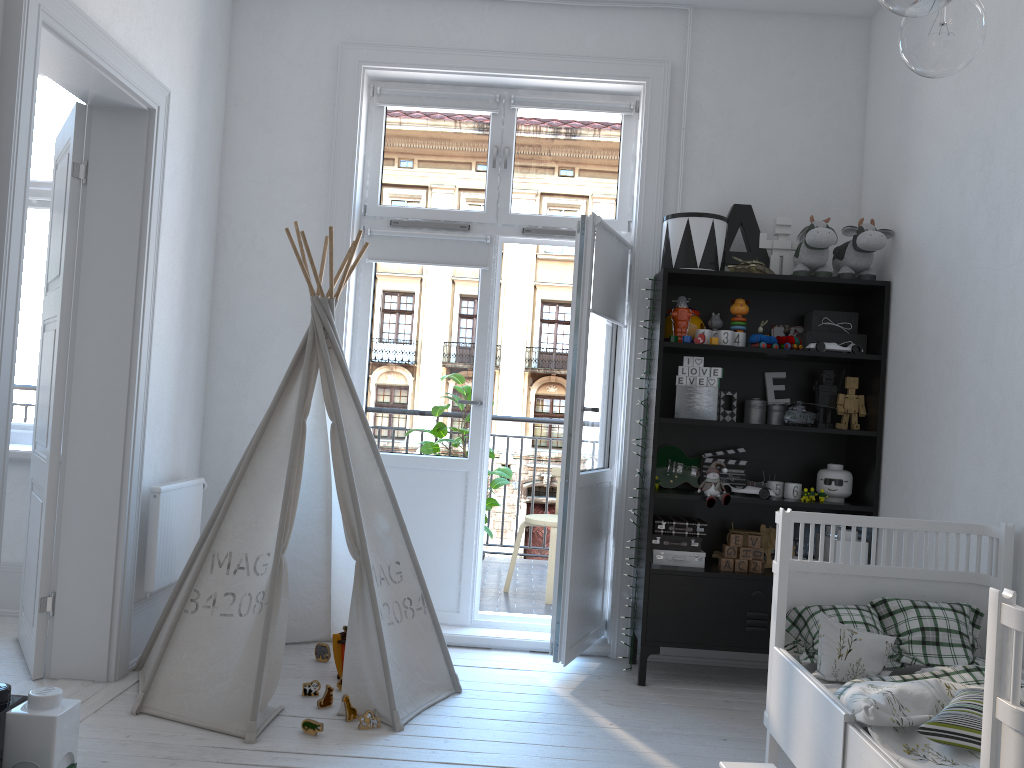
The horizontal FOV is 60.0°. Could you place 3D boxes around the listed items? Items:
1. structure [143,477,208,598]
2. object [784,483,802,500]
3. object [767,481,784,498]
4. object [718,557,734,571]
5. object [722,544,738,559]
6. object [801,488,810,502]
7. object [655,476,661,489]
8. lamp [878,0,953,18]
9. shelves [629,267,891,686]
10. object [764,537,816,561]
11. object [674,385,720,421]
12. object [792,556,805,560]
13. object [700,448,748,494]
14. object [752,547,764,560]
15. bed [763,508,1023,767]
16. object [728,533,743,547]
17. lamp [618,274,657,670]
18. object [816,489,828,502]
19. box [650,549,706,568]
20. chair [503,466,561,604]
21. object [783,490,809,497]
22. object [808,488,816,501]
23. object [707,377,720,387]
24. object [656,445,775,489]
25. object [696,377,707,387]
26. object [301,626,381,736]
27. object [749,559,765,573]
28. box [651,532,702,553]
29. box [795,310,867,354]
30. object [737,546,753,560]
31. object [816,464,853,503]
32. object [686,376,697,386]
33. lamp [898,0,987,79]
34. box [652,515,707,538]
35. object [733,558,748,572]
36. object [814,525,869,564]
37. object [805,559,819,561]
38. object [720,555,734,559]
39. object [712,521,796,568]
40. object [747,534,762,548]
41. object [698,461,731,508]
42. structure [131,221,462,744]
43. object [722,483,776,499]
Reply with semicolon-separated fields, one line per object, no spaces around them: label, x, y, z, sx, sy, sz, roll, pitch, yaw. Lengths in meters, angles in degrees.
structure;-1.355;0.624;3.641;0.075;0.460;0.636;4;-2;-2
object;1.155;0.442;3.647;0.067;0.067;0.067;3;-2;15
object;1.096;0.440;3.695;0.067;0.067;0.067;3;-2;15
object;0.877;0.737;3.635;0.050;0.050;0.050;4;-1;1
object;0.898;0.690;3.656;0.050;0.050;0.050;4;-1;1
object;1.189;0.449;3.593;0.042;0.054;0.031;5;-2;-39
object;0.611;0.417;3.764;0.042;0.054;0.031;3;-1;11
lamp;0.102;-1.055;1.313;0.074;1.529;1.381;4;-2;-24
shelves;1.014;0.400;3.710;0.911;1.677;0.353;4;-1;1
object;1.181;0.726;3.853;0.347;0.120;0.034;4;-1;1
object;0.766;0.080;3.665;0.170;0.138;0.124;3;-2;16
object;1.171;0.748;3.650;0.067;0.067;0.067;3;-2;15
object;0.911;0.367;3.810;0.201;0.199;0.048;4;-1;1
object;1.009;0.697;3.661;0.050;0.050;0.050;4;-1;1
bed;1.067;0.775;1.953;0.670;0.832;1.404;4;-2;1
object;0.919;0.641;3.649;0.050;0.050;0.050;4;-1;1
lamp;0.989;0.397;3.774;0.985;1.684;0.095;4;-1;-1
object;1.262;0.455;3.615;0.031;0.054;0.042;5;-2;-44
box;0.688;0.721;3.728;0.215;0.062;0.179;4;-2;1
chair;0.268;0.848;5.098;0.498;0.715;0.436;5;-2;-44
object;1.201;0.466;3.802;0.163;0.034;0.069;4;-2;1
object;1.233;0.454;3.645;0.042;0.054;0.031;4;-1;1
object;0.821;-0.006;3.615;0.040;0.040;0.040;3;-2;31
object;0.869;0.397;3.836;0.542;0.239;0.093;4;-1;2
object;0.777;-0.008;3.627;0.040;0.040;0.040;3;-2;16
object;-0.552;0.983;3.214;0.385;0.283;0.856;4;-2;-7
object;1.003;0.745;3.633;0.050;0.050;0.050;3;-2;31
box;0.674;0.659;3.730;0.215;0.062;0.179;4;-2;1
box;1.359;-0.211;3.764;0.251;0.189;0.179;4;-1;1
object;0.955;0.693;3.635;0.050;0.050;0.050;4;-1;1
object;1.343;0.415;3.695;0.139;0.162;0.139;4;-2;-24
object;0.737;-0.010;3.647;0.040;0.040;0.040;4;-1;6
lamp;0.176;-1.047;1.431;0.074;1.529;1.381;4;-2;-24
box;0.696;0.599;3.732;0.215;0.062;0.179;4;-2;1
object;0.936;0.741;3.634;0.050;0.050;0.050;4;-1;6
object;1.361;0.695;3.674;0.132;0.199;0.267;4;-2;1
object;1.220;0.749;3.595;0.067;0.067;0.067;3;-2;15
object;0.893;0.740;3.690;0.050;0.050;0.050;4;-1;1
object;1.029;0.686;3.767;0.337;0.186;0.111;3;-1;16
object;0.998;0.646;3.650;0.050;0.050;0.050;3;-2;21
object;0.813;0.400;3.545;0.110;0.186;0.129;4;-1;-12
structure;-0.743;0.247;3.322;1.143;1.749;1.143;4;-2;-23
object;0.970;0.441;3.658;0.230;0.048;0.098;3;-2;26
